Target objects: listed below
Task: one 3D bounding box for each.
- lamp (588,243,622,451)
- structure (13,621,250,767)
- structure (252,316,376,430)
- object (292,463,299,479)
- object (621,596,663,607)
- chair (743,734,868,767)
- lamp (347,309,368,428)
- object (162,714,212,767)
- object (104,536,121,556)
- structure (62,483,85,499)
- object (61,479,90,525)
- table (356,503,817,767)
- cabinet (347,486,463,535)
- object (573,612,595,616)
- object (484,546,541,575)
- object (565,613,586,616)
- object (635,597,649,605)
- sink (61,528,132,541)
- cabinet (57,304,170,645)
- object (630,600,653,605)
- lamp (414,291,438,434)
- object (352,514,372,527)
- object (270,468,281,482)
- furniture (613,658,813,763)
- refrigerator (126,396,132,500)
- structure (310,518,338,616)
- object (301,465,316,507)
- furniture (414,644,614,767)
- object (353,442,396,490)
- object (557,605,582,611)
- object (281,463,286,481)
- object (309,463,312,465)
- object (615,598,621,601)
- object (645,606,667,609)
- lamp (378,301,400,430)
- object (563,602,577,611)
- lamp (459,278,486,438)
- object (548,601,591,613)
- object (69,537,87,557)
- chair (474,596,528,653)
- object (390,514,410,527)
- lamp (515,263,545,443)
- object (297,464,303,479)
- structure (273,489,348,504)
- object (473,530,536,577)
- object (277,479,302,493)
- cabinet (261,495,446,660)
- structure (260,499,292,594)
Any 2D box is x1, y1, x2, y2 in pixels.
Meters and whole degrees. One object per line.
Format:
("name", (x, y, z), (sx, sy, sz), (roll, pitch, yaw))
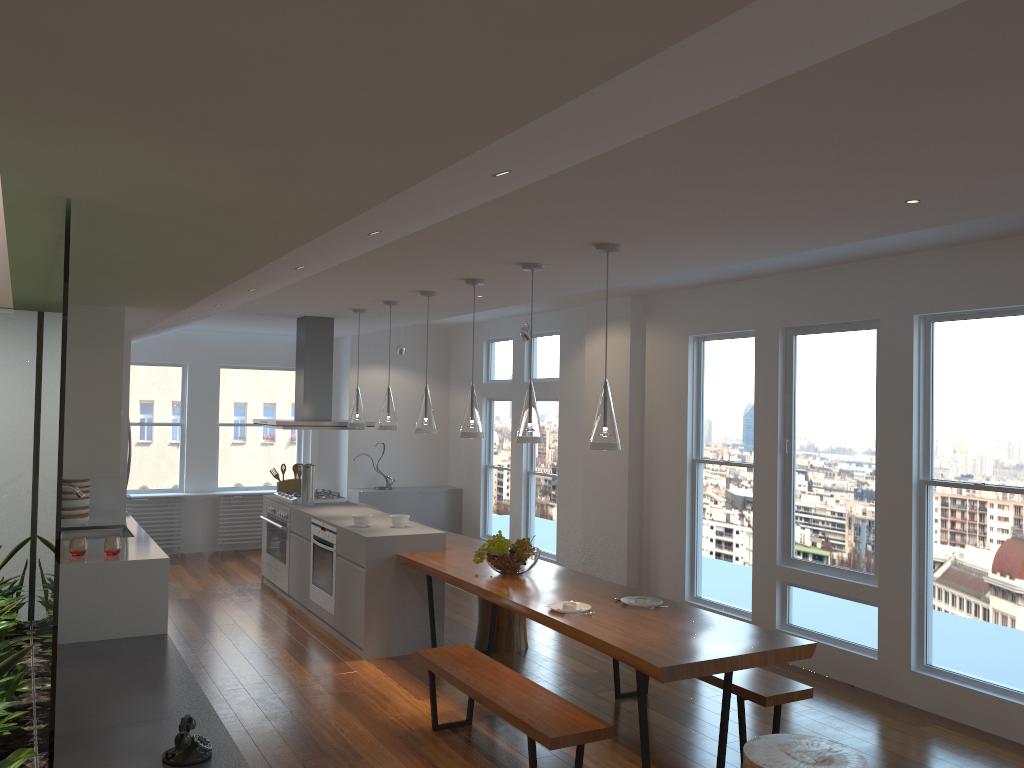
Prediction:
("lamp", (0.457, -0.213, 4.288), (0.160, 1.060, 0.160), (1, -1, -2))
("structure", (-2.337, 1.581, 2.570), (3.088, 0.386, 5.584), (2, -2, -29))
("structure", (-1.840, -0.289, 8.262), (0.909, 1.405, 0.900), (2, -2, -29))
("object", (-2.110, 0.924, 8.647), (0.061, 0.299, 0.040), (2, -2, -31))
("object", (0.686, 1.156, 4.693), (0.222, 0.020, 0.222), (2, -2, -37))
("chair", (1.134, 1.644, 3.442), (0.460, 0.400, 0.460), (2, -2, -19))
("lamp", (-1.291, -0.167, 7.452), (0.160, 1.060, 0.160), (1, -1, -2))
("object", (-1.249, 1.351, 3.375), (0.181, 0.155, 0.216), (0, -2, 26))
("object", (-2.364, 0.960, 5.249), (0.094, 0.106, 0.094), (2, -2, -23))
("structure", (-3.069, 0.943, 6.073), (0.248, 0.536, 0.115), (2, -2, -29))
("object", (-3.285, 0.856, 6.589), (0.267, 0.356, 0.266), (1, -1, -3))
("table", (-0.479, 1.536, 6.372), (0.893, 0.704, 5.996), (2, -2, -29))
("cabinet", (-1.273, 1.608, 10.557), (1.309, 0.725, 0.420), (2, -2, -29))
("object", (0.347, 1.146, 4.406), (0.149, 0.014, 0.044), (2, -2, -30))
("object", (-0.003, 1.100, 5.481), (0.360, 0.159, 0.360), (0, -2, 25))
("object", (0.332, 1.150, 4.436), (0.164, 0.006, 0.017), (2, -2, -24))
("object", (0.686, 1.150, 4.693), (0.079, 0.030, 0.070), (1, -1, 14))
("sink", (-2.888, 1.145, 6.138), (0.449, 0.192, 0.666), (2, -2, -29))
("cabinet", (-3.399, 0.725, 7.042), (0.676, 2.280, 4.565), (2, -2, -29))
("object", (0.686, 1.160, 4.693), (0.124, 0.011, 0.124), (0, -2, 43))
("lamp", (-0.592, -0.186, 6.186), (0.160, 1.060, 0.160), (1, -1, -2))
("object", (-1.107, 1.008, 6.537), (0.152, 0.082, 0.152), (1, -1, 10))
("object", (-2.245, 0.937, 8.569), (0.199, 0.259, 0.016), (2, -2, -18))
("furniture", (0.988, 1.687, 4.890), (0.316, 0.389, 1.433), (2, -2, -29))
("refrigerator", (-3.714, 0.951, 7.713), (0.725, 1.772, 0.908), (2, -2, -29))
("structure", (-1.453, 1.398, 6.856), (0.072, 0.648, 0.644), (2, -2, -29))
("object", (-1.781, 0.890, 7.785), (0.120, 0.356, 0.172), (1, -2, 19))
("furniture", (-0.056, 1.653, 4.314), (0.316, 0.389, 1.433), (2, -2, -29))
("object", (-1.576, 0.953, 10.349), (0.210, 0.563, 0.590), (0, -2, 32))
("object", (0.294, 1.149, 4.530), (0.124, 0.011, 0.124), (1, -1, -8))
("object", (-2.214, 0.920, 8.590), (0.055, 0.299, 0.027), (2, -2, -29))
("object", (-1.992, 0.929, 8.713), (0.057, 0.294, 0.030), (2, -2, -29))
("object", (0.619, 1.160, 4.796), (0.149, 0.014, 0.044), (2, -2, -28))
("object", (0.749, 1.154, 4.606), (0.158, 0.017, 0.019), (2, -2, -34))
("lamp", (-0.942, -0.176, 6.819), (0.160, 1.060, 0.160), (1, -1, -2))
("object", (0.294, 1.138, 4.531), (0.079, 0.030, 0.070), (0, -2, 24))
("lamp", (-0.242, -0.195, 5.553), (0.160, 1.060, 0.160), (1, -1, -2))
("object", (0.294, 1.145, 4.531), (0.222, 0.020, 0.222), (1, -1, 12))
("object", (-2.546, 0.955, 5.202), (0.094, 0.106, 0.094), (2, -2, -23))
("chair", (-0.073, 1.676, 6.448), (0.396, 0.455, 0.402), (2, -2, -39))
("object", (-0.828, 1.014, 6.549), (0.152, 0.082, 0.152), (1, -2, 22))
("lamp", (0.107, -0.204, 4.920), (0.160, 1.060, 0.160), (1, -1, -2))
("object", (-2.070, 0.925, 8.646), (0.057, 0.299, 0.019), (2, -2, -29))
("structure", (-1.880, 1.042, 8.251), (0.520, 0.073, 0.650), (2, -2, -29))
("object", (-0.031, 1.036, 5.483), (0.292, 0.284, 0.394), (0, -2, 25))
("object", (-2.107, 1.003, 8.636), (0.353, 0.157, 0.084), (2, -2, -29))
("cabinet", (-1.446, 1.481, 7.434), (0.597, 0.832, 2.936), (2, -2, -29))
("structure", (-1.920, 1.466, 8.210), (0.649, 0.735, 0.890), (2, -2, -29))
